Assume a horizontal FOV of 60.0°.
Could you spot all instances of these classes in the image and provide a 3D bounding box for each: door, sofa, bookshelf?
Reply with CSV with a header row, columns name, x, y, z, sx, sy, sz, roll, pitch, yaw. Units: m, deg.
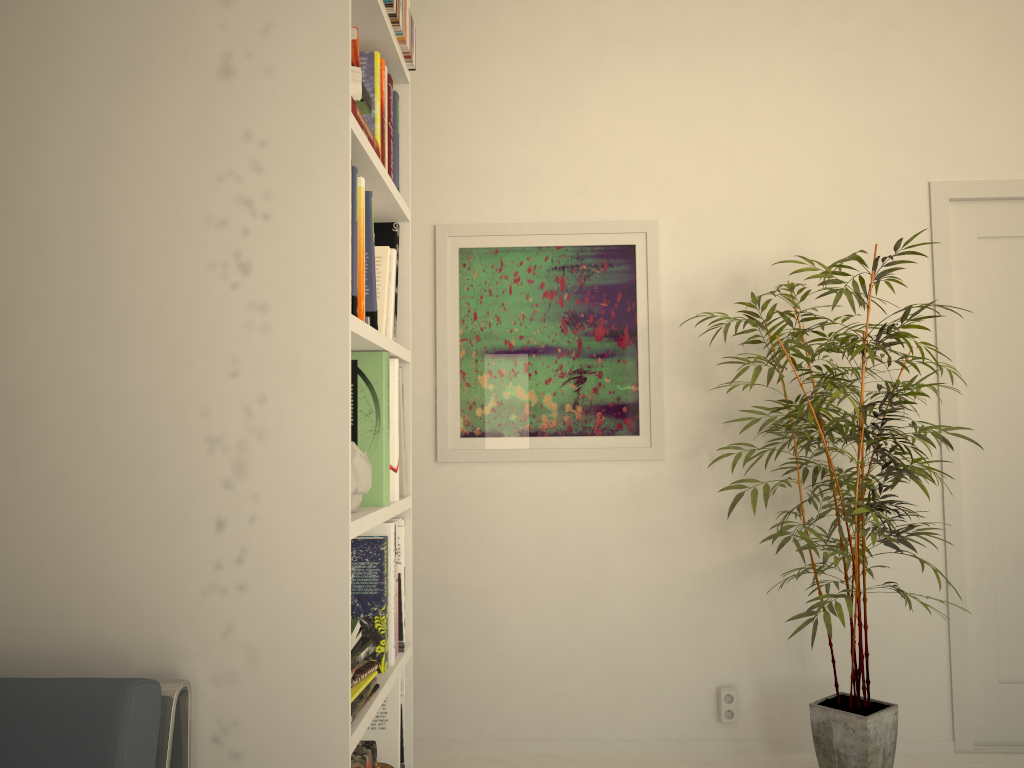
name,x,y,z,sx,sy,sz,roll,pitch,yaw
door,2.015,0.273,3.210,0.955,2.034,0.166,-1,-4,2
sofa,-1.252,0.809,0.975,1.603,0.773,0.963,-1,-4,2
bookshelf,-0.390,-0.213,1.879,0.249,2.902,0.709,-1,-4,2

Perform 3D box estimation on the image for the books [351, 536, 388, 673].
name,x,y,z,sx,sy,sz,roll,pitch,yaw
books,-0.372,0.476,1.923,0.200,0.284,0.057,-1,-4,2

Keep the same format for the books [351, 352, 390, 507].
name,x,y,z,sx,sy,sz,roll,pitch,yaw
books,-0.375,0.097,1.882,0.228,0.328,0.056,-1,-4,2

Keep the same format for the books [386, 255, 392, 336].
name,x,y,z,sx,sy,sz,roll,pitch,yaw
books,-0.357,-0.202,2.075,0.138,0.225,0.105,-1,-4,2

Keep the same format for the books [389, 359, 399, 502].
name,x,y,z,sx,sy,sz,roll,pitch,yaw
books,-0.378,0.106,2.020,0.240,0.324,0.037,-1,-4,2

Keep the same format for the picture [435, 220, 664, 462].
name,x,y,z,sx,sy,sz,roll,pitch,yaw
picture,0.132,-0.158,3.242,0.822,0.877,0.012,-1,-4,2

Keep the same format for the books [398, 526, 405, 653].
name,x,y,z,sx,sy,sz,roll,pitch,yaw
books,-0.356,0.482,2.087,0.208,0.291,0.022,-1,-4,2

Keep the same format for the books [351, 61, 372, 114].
name,x,y,z,sx,sy,sz,roll,pitch,yaw
books,-0.408,-0.601,1.741,0.205,0.035,0.314,-1,-3,2

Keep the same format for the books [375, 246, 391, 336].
name,x,y,z,sx,sy,sz,roll,pitch,yaw
books,-0.351,-0.206,2.040,0.133,0.232,0.115,-1,-4,2

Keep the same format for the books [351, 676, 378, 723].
name,x,y,z,sx,sy,sz,roll,pitch,yaw
books,-0.357,0.584,1.648,0.173,0.014,0.246,-1,-3,1

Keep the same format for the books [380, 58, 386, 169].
name,x,y,z,sx,sy,sz,roll,pitch,yaw
books,-0.391,-0.596,2.047,0.199,0.302,0.039,-1,-4,2

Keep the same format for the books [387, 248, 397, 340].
name,x,y,z,sx,sy,sz,roll,pitch,yaw
books,-0.378,-0.206,2.120,0.196,0.244,0.092,-1,-4,2

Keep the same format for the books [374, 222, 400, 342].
name,x,y,z,sx,sy,sz,roll,pitch,yaw
books,-0.369,-0.241,2.174,0.179,0.319,0.092,-1,-4,2

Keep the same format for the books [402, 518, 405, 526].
name,x,y,z,sx,sy,sz,roll,pitch,yaw
books,-0.374,0.481,2.155,0.229,0.303,0.039,-1,-4,2

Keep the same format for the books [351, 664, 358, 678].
name,x,y,z,sx,sy,sz,roll,pitch,yaw
books,-0.355,0.539,1.650,0.120,0.012,0.237,0,-3,-3

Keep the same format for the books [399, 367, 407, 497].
name,x,y,z,sx,sy,sz,roll,pitch,yaw
books,-0.375,0.117,2.146,0.229,0.316,0.099,-1,-4,2

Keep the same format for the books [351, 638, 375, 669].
name,x,y,z,sx,sy,sz,roll,pitch,yaw
books,-0.375,0.523,1.690,0.163,0.025,0.235,-1,-3,9

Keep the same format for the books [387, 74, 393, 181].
name,x,y,z,sx,sy,sz,roll,pitch,yaw
books,-0.377,-0.586,2.122,0.182,0.292,0.059,-1,-4,2

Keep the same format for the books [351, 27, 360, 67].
name,x,y,z,sx,sy,sz,roll,pitch,yaw
books,-0.401,-0.631,1.734,0.203,0.026,0.266,0,-3,-8

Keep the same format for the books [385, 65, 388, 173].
name,x,y,z,sx,sy,sz,roll,pitch,yaw
books,-0.385,-0.594,2.079,0.185,0.301,0.029,-1,-4,2

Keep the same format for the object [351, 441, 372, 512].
name,x,y,z,sx,sy,sz,roll,pitch,yaw
object,-0.348,0.172,1.693,0.137,0.150,0.311,-1,-4,10

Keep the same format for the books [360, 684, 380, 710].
name,x,y,z,sx,sy,sz,roll,pitch,yaw
books,-0.359,0.596,1.653,0.170,0.009,0.247,-1,-3,5

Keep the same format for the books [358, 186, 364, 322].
name,x,y,z,sx,sy,sz,roll,pitch,yaw
books,-0.379,-0.240,1.672,0.199,0.260,0.024,-1,-4,2

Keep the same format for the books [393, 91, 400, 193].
name,x,y,z,sx,sy,sz,roll,pitch,yaw
books,-0.372,-0.580,2.216,0.179,0.289,0.054,-1,-4,2

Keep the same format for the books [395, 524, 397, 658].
name,x,y,z,sx,sy,sz,roll,pitch,yaw
books,-0.341,0.476,2.033,0.150,0.304,0.035,-1,-4,2

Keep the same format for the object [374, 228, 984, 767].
name,x,y,z,sx,sy,sz,roll,pitch,yaw
object,0.539,0.416,2.617,2.088,1.712,0.777,0,-4,-17

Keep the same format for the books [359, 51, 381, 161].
name,x,y,z,sx,sy,sz,roll,pitch,yaw
books,-0.399,-0.601,2.012,0.200,0.300,0.032,-1,-4,2

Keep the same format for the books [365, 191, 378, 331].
name,x,y,z,sx,sy,sz,roll,pitch,yaw
books,-0.380,-0.246,1.819,0.200,0.288,0.093,-1,-4,2

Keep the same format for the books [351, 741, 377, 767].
name,x,y,z,sx,sy,sz,roll,pitch,yaw
books,-0.371,0.741,1.662,0.185,0.047,0.285,-1,-3,2

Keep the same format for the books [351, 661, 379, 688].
name,x,y,z,sx,sy,sz,roll,pitch,yaw
books,-0.390,0.563,1.686,0.197,0.014,0.255,-1,-3,12

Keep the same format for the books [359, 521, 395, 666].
name,x,y,z,sx,sy,sz,roll,pitch,yaw
books,-0.381,0.466,1.972,0.241,0.312,0.037,-1,-4,2

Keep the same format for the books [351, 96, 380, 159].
name,x,y,z,sx,sy,sz,roll,pitch,yaw
books,-0.385,-0.491,1.733,0.202,0.056,0.300,-1,-3,2

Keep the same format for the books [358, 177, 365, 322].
name,x,y,z,sx,sy,sz,roll,pitch,yaw
books,-0.380,-0.253,1.721,0.189,0.291,0.032,-1,-4,2

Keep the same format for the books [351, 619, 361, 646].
name,x,y,z,sx,sy,sz,roll,pitch,yaw
books,-0.357,0.471,1.675,0.127,0.019,0.166,0,-3,-5

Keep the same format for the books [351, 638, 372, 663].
name,x,y,z,sx,sy,sz,roll,pitch,yaw
books,-0.369,0.502,1.648,0.169,0.010,0.221,-1,-3,5

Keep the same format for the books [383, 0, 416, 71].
name,x,y,z,sx,sy,sz,roll,pitch,yaw
books,-0.395,-0.865,1.922,0.278,0.110,0.664,-1,-3,2

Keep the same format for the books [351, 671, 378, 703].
name,x,y,z,sx,sy,sz,roll,pitch,yaw
books,-0.365,0.573,1.661,0.171,0.009,0.248,-1,-3,5

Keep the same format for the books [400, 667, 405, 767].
name,x,y,z,sx,sy,sz,roll,pitch,yaw
books,-0.348,0.805,2.136,0.181,0.257,0.007,-1,-4,2

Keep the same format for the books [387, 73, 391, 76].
name,x,y,z,sx,sy,sz,roll,pitch,yaw
books,-0.375,-0.597,2.169,0.161,0.317,0.039,-1,-4,2

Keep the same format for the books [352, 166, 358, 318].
name,x,y,z,sx,sy,sz,roll,pitch,yaw
books,-0.387,-0.257,1.646,0.200,0.289,0.030,-1,-4,2

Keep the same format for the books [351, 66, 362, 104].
name,x,y,z,sx,sy,sz,roll,pitch,yaw
books,-0.395,-0.550,1.735,0.128,0.064,0.268,1,-4,-28

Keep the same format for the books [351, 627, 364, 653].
name,x,y,z,sx,sy,sz,roll,pitch,yaw
books,-0.378,0.489,1.663,0.165,0.017,0.212,-1,-3,0

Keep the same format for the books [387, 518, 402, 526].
name,x,y,z,sx,sy,sz,roll,pitch,yaw
books,-0.345,0.477,2.118,0.161,0.308,0.037,-1,-4,2

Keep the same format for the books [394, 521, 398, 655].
name,x,y,z,sx,sy,sz,roll,pitch,yaw
books,-0.371,0.474,2.065,0.213,0.306,0.025,-1,-4,2

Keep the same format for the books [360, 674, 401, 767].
name,x,y,z,sx,sy,sz,roll,pitch,yaw
books,-0.367,0.804,2.092,0.209,0.257,0.034,-1,-4,2
